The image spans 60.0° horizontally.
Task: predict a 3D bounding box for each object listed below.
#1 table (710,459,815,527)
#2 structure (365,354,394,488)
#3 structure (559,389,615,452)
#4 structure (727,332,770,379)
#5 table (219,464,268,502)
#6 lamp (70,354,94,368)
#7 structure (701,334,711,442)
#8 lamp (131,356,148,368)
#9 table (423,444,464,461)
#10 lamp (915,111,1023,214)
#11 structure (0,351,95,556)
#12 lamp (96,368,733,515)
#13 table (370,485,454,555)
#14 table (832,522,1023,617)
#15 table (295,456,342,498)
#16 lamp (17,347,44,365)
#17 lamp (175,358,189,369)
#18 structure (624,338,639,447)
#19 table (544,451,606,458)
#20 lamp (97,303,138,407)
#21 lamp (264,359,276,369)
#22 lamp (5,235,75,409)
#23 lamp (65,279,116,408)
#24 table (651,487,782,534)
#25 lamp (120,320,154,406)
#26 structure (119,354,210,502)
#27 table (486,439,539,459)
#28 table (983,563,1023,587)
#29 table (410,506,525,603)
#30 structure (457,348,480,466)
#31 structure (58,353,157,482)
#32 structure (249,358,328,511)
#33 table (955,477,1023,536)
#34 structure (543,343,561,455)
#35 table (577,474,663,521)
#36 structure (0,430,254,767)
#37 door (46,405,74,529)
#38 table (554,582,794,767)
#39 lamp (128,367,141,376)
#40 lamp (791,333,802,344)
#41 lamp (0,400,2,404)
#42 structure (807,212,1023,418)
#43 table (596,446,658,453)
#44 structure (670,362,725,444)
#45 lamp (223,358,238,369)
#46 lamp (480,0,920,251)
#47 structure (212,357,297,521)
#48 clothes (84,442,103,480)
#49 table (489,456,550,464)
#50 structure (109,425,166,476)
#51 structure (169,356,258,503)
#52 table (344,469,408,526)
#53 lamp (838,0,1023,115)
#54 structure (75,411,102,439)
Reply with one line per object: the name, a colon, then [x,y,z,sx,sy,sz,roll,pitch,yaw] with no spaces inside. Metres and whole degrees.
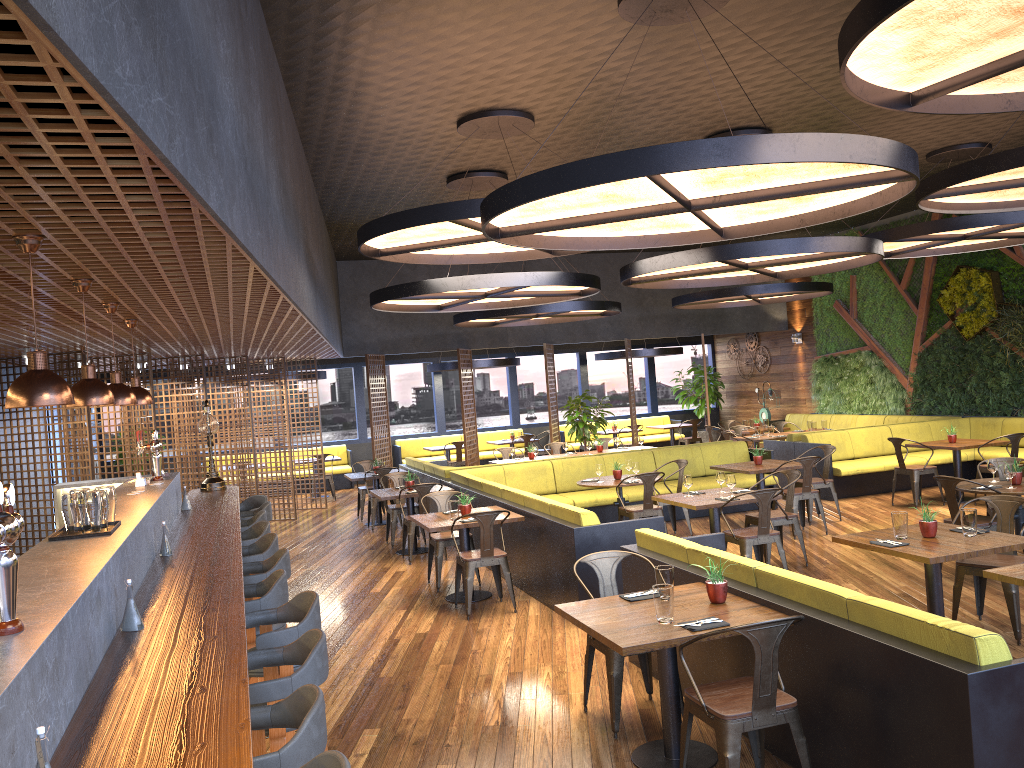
table: [3.072,1.370,10.858,0.887,0.763,0.906,-4,0,-18]
structure: [-2.424,0.802,16.333,0.050,2.700,0.852,-4,0,13]
structure: [1.379,0.990,16.839,0.993,1.763,1.166,-4,0,43]
structure: [5.557,-0.699,20.993,0.058,1.178,1.791,-4,0,-17]
table: [-5.199,1.979,17.239,0.887,0.763,0.906,-4,0,-18]
lamp: [-5.194,-0.269,10.733,0.228,0.172,0.228,-4,0,-17]
structure: [4.046,0.320,18.371,0.050,2.700,0.852,-4,0,13]
lamp: [-4.979,-0.286,11.900,0.228,0.172,0.228,-4,0,-17]
table: [-1.298,1.688,18.467,0.887,0.763,0.906,-4,0,-18]
lamp: [4.934,-2.312,7.576,2.778,1.159,2.778,-4,0,-40]
structure: [-5.350,1.025,10.107,1.319,2.700,0.050,-4,0,13]
lamp: [-1.467,0.727,13.014,9.057,2.714,3.017,-4,0,-17]
table: [-1.224,1.689,10.972,0.887,0.763,0.906,-4,0,-18]
table: [2.800,1.394,5.846,0.887,0.763,0.906,-4,0,-18]
table: [-3.867,1.879,17.658,0.887,0.763,0.906,-4,0,-18]
lamp: [-4.955,-0.285,9.137,0.228,0.172,0.228,-4,0,-17]
lamp: [-4.840,-0.297,13.042,0.228,0.172,0.228,-4,0,-17]
structure: [2.429,0.441,17.862,0.050,2.700,0.852,-4,0,13]
table: [1.078,1.515,14.212,0.906,0.763,0.887,-4,0,-18]
lamp: [-2.629,-0.194,5.860,0.250,0.673,0.250,-4,0,15]
lamp: [-4.219,-0.345,15.421,0.228,0.172,0.228,-4,0,-17]
lamp: [-1.896,-0.246,3.521,0.250,0.673,0.250,-4,0,15]
lamp: [-2.284,-0.219,4.759,0.250,0.673,0.250,-4,0,15]
table: [1.976,1.453,8.525,0.906,0.763,0.887,-4,0,-18]
lamp: [-2.990,-0.168,7.013,0.250,0.673,0.250,-4,0,15]
structure: [-4.828,0.984,12.456,1.319,2.700,0.050,-4,0,13]
table: [0.034,1.589,18.891,0.906,0.763,0.887,-4,0,-18]
table: [3.189,1.367,4.610,0.906,0.763,0.887,-4,0,-18]
table: [-0.417,1.631,8.397,0.887,0.763,0.906,-4,0,-18]
structure: [-0.806,0.682,16.843,0.050,2.700,0.852,-4,0,13]
structure: [-5.089,1.005,11.282,1.319,2.700,0.050,-4,0,13]
structure: [-4.045,0.923,15.981,1.319,2.700,0.050,-4,0,13]
table: [4.498,1.266,7.844,1.007,0.760,1.007,-4,0,-30]
structure: [0.811,0.561,17.352,0.050,2.700,0.852,-4,0,13]
table: [1.291,1.502,10.413,1.007,0.760,1.007,-4,0,20]
structure: [-2.908,0.848,4.865,2.700,2.700,9.298,-4,0,-17]
door: [-7.189,1.307,14.153,0.052,2.386,2.441,-4,0,-17]
table: [0.821,1.543,4.548,0.906,0.763,0.887,-4,0,-18]
lamp: [-6.190,-0.198,14.590,0.228,0.172,0.228,-4,0,-17]
lamp: [6.089,-0.976,19.051,0.189,0.215,0.215,-4,0,-17]
lamp: [-1.539,-0.272,2.382,0.250,0.673,0.250,-4,0,-30]
structure: [7.607,-0.891,14.281,0.918,4.593,9.182,-4,0,-18]
table: [1.936,1.451,14.488,0.906,0.763,0.887,-4,0,-18]
structure: [4.635,0.532,21.560,1.493,2.184,1.272,-4,0,-17]
lamp: [-4.515,-0.322,14.221,0.228,0.172,0.228,-4,0,-17]
lamp: [1.130,-1.851,5.892,2.778,1.475,2.778,-4,0,37]
structure: [-4.306,0.944,14.806,1.319,2.700,0.050,-4,0,13]
clothes: [-7.707,1.798,16.420,0.401,1.494,0.423,-4,0,-22]
table: [0.215,1.579,13.940,0.906,0.763,0.887,-4,0,-18]
structure: [-7.538,1.652,17.808,0.993,1.763,1.166,-4,0,43]
structure: [-4.567,0.964,13.631,1.319,2.700,0.050,-4,0,13]
table: [-2.035,1.747,13.547,0.887,0.763,0.906,-4,0,-18]
lamp: [2.828,-2.153,3.764,2.778,1.159,2.778,-4,0,18]
structure: [-7.816,0.783,16.428,0.293,0.563,1.220,-4,0,-17]
